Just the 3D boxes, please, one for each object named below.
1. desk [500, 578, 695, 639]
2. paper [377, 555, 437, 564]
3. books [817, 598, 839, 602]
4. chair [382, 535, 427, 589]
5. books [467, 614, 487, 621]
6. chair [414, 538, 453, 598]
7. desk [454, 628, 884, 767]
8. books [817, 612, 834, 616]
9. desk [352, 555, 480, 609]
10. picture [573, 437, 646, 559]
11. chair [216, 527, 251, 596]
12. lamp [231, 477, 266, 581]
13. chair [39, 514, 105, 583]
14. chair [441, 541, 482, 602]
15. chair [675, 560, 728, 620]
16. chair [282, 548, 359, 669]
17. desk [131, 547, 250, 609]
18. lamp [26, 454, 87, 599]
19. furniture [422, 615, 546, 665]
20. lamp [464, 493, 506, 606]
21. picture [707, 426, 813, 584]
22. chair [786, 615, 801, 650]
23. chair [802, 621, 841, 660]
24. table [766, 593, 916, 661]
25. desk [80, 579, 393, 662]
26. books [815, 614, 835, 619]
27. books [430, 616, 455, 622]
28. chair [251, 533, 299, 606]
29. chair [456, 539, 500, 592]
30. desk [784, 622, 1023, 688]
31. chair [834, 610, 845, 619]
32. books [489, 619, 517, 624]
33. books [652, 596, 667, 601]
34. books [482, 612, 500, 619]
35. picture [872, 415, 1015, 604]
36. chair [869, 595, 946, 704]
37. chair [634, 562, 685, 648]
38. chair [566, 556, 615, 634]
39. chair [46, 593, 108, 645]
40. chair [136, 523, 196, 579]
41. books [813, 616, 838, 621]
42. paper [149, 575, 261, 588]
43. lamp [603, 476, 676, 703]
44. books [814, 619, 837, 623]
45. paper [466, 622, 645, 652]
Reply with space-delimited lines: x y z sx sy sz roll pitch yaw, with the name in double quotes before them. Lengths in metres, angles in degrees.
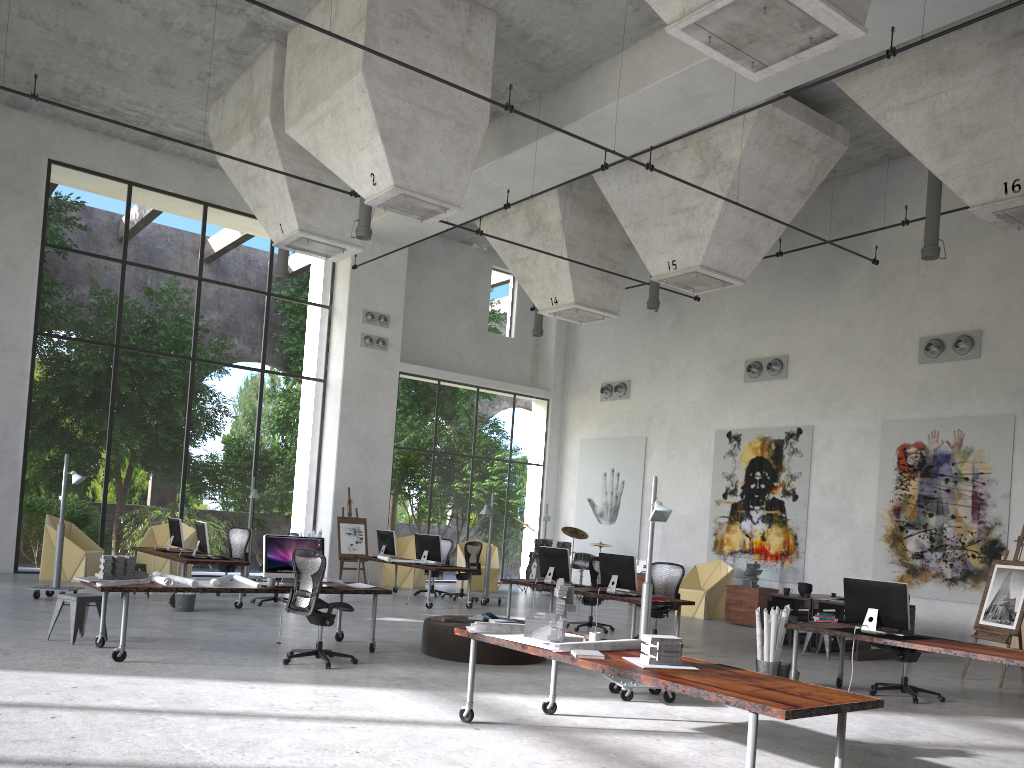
"desk" 1.096 3.324 12.680 0.982 0.719 3.137 9 -10 -36
"paper" -2.019 3.368 16.893 1.082 0.104 0.981 9 -10 -26
"books" 4.693 3.195 13.042 0.304 0.030 0.226 1 -9 21
"chair" -2.401 3.989 19.803 0.977 1.163 0.943 3 -4 12
"books" -0.421 2.858 10.757 0.197 0.035 0.288 3 -9 9
"chair" -1.555 3.733 17.917 0.770 1.179 0.799 4 -4 2
"desk" 0.822 2.258 6.076 0.982 0.719 3.137 9 -10 -36
"books" 4.503 3.308 12.614 0.204 0.025 0.145 3 -9 9
"desk" -1.907 3.747 16.702 0.982 0.719 3.137 9 -10 -36
"picture" 2.360 2.854 21.674 0.020 3.004 2.338 5 -4 -37
"chair" -4.940 3.083 15.342 0.769 1.179 0.800 3 -4 17
"lamp" -5.195 2.906 17.378 0.583 2.143 0.595 5 -2 -37
"chair" -7.967 2.963 15.839 0.934 1.163 0.988 4 -4 -1
"chair" -0.980 3.715 17.539 0.790 1.179 0.778 3 -4 17
"chair" 3.847 4.068 17.492 0.941 1.163 0.980 7 -6 -38
"chair" -2.015 2.319 9.202 0.768 1.179 0.800 2 -4 27
"desk" -5.297 3.110 14.208 0.971 0.719 3.138 9 -10 -36
"lamp" -6.666 2.105 12.988 0.597 2.143 0.581 4 -2 -4
"furniture" -0.322 3.057 10.533 1.520 0.426 1.513 10 -10 -34
"lamp" -0.442 3.166 16.888 0.600 2.143 0.578 5 -2 -37
"picture" 4.901 2.386 17.580 0.020 3.004 2.356 5 -4 -37
"chair" 4.120 3.758 13.351 0.420 0.487 0.441 4 -5 -2
"chair" 4.469 3.663 12.590 0.441 0.487 0.420 8 -6 -42
"table" 5.015 3.697 13.478 1.518 0.790 1.605 10 -9 -36
"desk" -2.939 2.545 9.583 3.156 0.720 0.975 11 -9 -37
"books" 4.496 3.336 12.615 0.254 0.032 0.177 2 -9 14
"books" -0.821 2.781 10.399 0.254 0.032 0.176 -5 -12 44
"chair" -3.774 2.992 14.240 0.769 1.179 0.799 1 -5 42
"chair" -0.769 4.193 20.353 0.983 1.163 0.939 5 -4 -17
"desk" 4.212 2.895 8.569 0.971 0.719 3.138 9 -10 -36
"chair" 5.706 3.925 14.678 0.693 0.815 0.780 1 -6 38
"books" -0.110 2.840 10.496 0.286 0.033 0.199 8 -10 -24
"books" 1.874 2.812 11.544 0.285 0.052 0.204 5 -9 -5
"books" -0.248 2.848 10.722 0.204 0.102 0.146 -2 -9 38
"picture" 7.120 2.078 14.638 0.020 3.005 2.219 5 -4 -37
"chair" 4.366 2.851 9.685 0.791 1.179 0.777 1 -5 42
"chair" 2.119 3.159 12.638 0.768 1.179 0.800 3 -4 22
"chair" 1.251 3.287 13.838 0.791 1.179 0.778 1 -4 37
"chair" -4.653 2.512 9.440 0.419 0.487 0.442 2 -5 26
"chair" -6.793 3.264 17.212 0.978 1.163 0.943 3 -4 9
"books" 4.498 3.369 12.611 0.285 0.033 0.199 5 -9 -6
"paper" -3.250 2.077 9.293 1.085 0.104 0.978 11 -11 -36
"lamp" 1.310 1.963 8.497 0.581 2.143 0.597 4 -2 -12
"books" 4.496 3.403 12.610 0.284 0.035 0.200 3 -9 9
"paper" 0.340 1.929 6.732 0.985 0.104 1.077 12 -12 -41
